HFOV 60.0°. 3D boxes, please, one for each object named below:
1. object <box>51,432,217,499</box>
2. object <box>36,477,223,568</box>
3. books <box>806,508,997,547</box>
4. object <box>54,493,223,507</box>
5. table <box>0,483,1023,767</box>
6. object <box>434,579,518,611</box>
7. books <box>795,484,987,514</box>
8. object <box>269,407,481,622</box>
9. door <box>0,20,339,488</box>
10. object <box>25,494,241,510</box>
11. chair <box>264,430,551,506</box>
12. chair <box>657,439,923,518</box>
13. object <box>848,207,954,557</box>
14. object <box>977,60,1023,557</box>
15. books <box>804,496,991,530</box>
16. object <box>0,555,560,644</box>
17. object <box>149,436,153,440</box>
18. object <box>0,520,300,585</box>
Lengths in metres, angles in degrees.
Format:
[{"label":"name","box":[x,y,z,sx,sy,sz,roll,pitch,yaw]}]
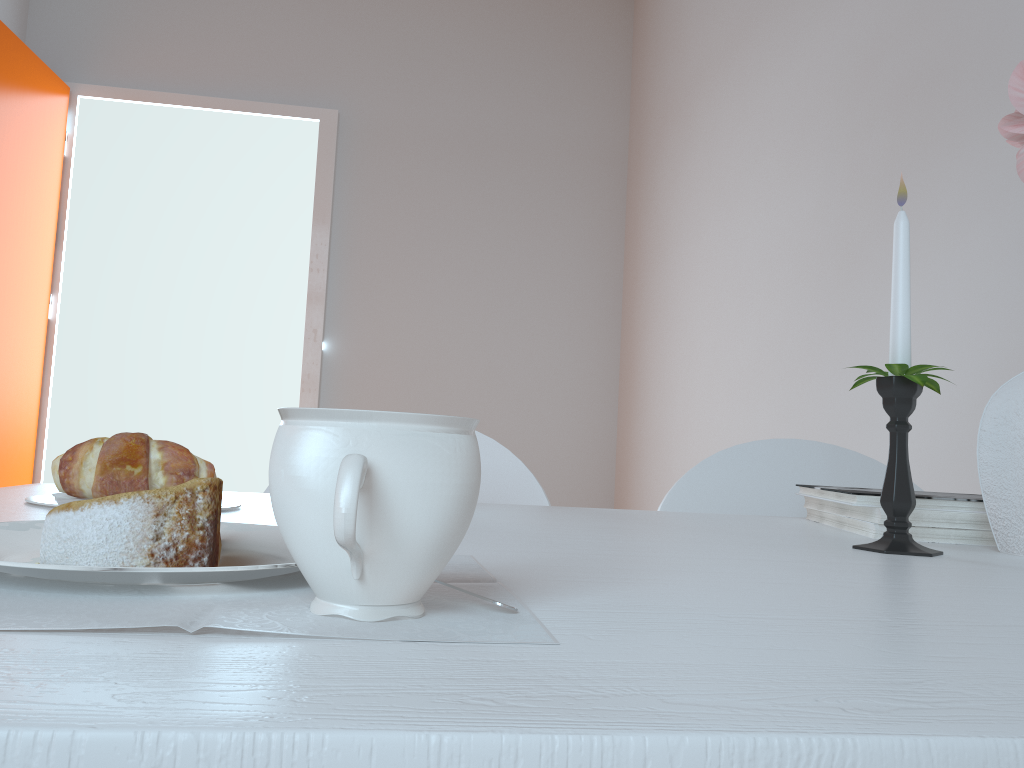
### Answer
[{"label":"object","box":[-0.312,0.069,0.725,0.130,0.060,0.070,4,-5,-8]},{"label":"object","box":[-0.172,0.061,0.408,0.074,0.043,0.129,4,-5,-16]},{"label":"books","box":[0.429,0.146,0.904,0.192,0.014,0.258,3,-4,6]},{"label":"object","box":[-0.315,0.097,0.740,0.121,0.005,0.121,5,-5,-28]},{"label":"table","box":[0.161,0.502,0.601,1.268,0.771,0.837,4,-5,-8]},{"label":"object","box":[-0.053,0.071,0.364,0.132,0.027,0.027,-1,-6,41]},{"label":"books","box":[0.422,0.118,0.905,0.208,0.012,0.256,2,-4,8]},{"label":"object","box":[-0.052,0.046,0.318,0.077,0.070,0.082,-1,-6,40]},{"label":"door","box":[-1.377,-0.047,2.903,0.698,2.057,1.376,-1,-6,39]},{"label":"object","box":[-0.312,0.100,0.737,0.169,0.005,0.164,0,-5,34]},{"label":"chair","box":[-0.229,0.454,0.876,0.508,0.871,0.639,2,-5,16]},{"label":"chair","box":[0.392,0.486,0.869,0.503,0.871,0.646,3,-5,-4]},{"label":"object","box":[0.303,-0.020,0.690,0.080,0.298,0.078,0,-6,31]},{"label":"object","box":[0.472,-0.152,0.692,0.182,0.580,0.176,1,-5,18]},{"label":"books","box":[0.428,0.131,0.901,0.192,0.014,0.253,3,-4,4]},{"label":"object","box":[-0.114,0.082,0.377,0.226,0.003,0.229,4,-4,-9]},{"label":"object","box":[-0.307,0.074,0.778,0.075,0.059,0.060,2,-5,13]},{"label":"object","box":[-0.164,0.077,0.406,0.190,0.012,0.192,4,-5,-11]}]
